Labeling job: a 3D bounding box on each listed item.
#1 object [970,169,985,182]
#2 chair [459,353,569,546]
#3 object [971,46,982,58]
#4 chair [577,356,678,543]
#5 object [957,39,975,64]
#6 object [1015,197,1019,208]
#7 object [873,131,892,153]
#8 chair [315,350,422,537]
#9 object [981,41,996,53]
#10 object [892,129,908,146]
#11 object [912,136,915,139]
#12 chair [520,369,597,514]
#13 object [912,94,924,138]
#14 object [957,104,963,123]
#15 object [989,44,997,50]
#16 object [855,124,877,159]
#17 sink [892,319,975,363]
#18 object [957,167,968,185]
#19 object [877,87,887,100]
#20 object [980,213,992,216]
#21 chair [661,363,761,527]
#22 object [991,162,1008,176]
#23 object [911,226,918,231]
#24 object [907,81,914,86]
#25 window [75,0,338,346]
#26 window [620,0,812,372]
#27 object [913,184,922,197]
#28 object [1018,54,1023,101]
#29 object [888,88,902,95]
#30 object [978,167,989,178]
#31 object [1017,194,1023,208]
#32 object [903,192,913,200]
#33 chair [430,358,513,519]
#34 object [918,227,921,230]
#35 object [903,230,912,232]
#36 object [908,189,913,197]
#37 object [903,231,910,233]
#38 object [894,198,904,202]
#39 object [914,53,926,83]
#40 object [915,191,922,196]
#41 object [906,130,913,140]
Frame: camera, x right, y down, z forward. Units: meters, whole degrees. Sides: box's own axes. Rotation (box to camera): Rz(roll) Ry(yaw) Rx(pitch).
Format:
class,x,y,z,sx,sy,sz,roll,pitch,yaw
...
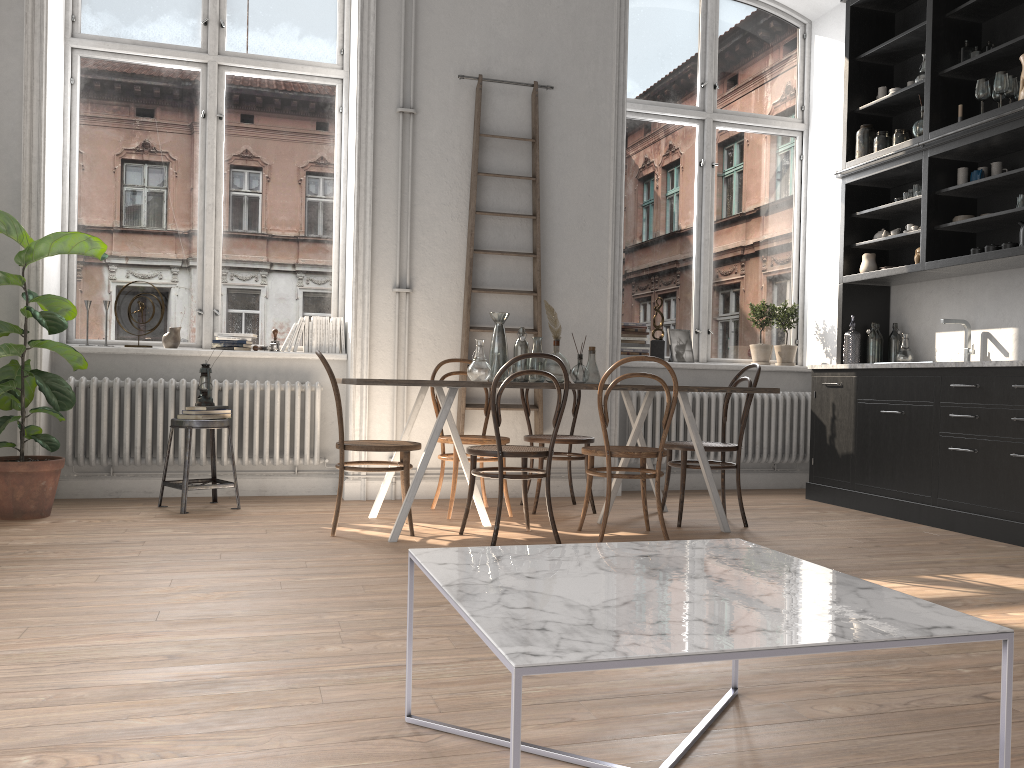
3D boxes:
class,x,y,z,sx,sy,sz,roll,pitch,yaw
object,2.812,-1.238,5.359,0.082,0.093,0.140,2,0,39
chair,0.010,0.311,4.365,0.438,0.921,0.549,1,1,-21
object,2.814,-1.986,5.378,0.053,0.125,0.041,2,1,41
chair,0.582,0.324,4.495,0.438,0.921,0.549,1,0,-5
object,2.801,-2.024,5.466,0.084,0.199,0.065,1,1,6
object,2.897,-1.019,5.059,0.058,0.094,0.058,1,1,23
object,2.524,-1.634,6.039,0.114,0.155,0.114,1,0,-13
chair,-0.742,0.294,4.570,0.549,0.921,0.438,1,1,-8
object,2.924,-2.010,5.439,0.065,0.177,0.084,1,1,6
object,2.605,-1.629,5.956,0.096,0.150,0.096,1,1,-28
object,2.722,-1.643,5.899,0.092,0.184,0.092,1,1,-2
chair,0.280,0.315,5.505,0.438,0.921,0.549,1,0,-9
object,2.616,-1.732,5.630,0.134,0.357,0.134,2,1,29
object,2.740,-1.631,5.420,0.123,0.161,0.123,1,0,-8
object,2.895,-1.983,5.335,0.044,0.121,0.058,1,1,11
object,2.466,-1.676,6.170,0.118,0.238,0.118,1,1,-31
sink,2.651,-0.157,5.540,0.514,0.505,0.526,1,0,-16
object,2.784,-1.259,5.472,0.059,0.135,0.082,2,1,42
object,2.588,-1.999,6.202,0.059,0.135,0.082,1,0,12
object,2.896,-1.006,5.368,0.112,0.036,0.112,1,0,26
chair,1.134,0.335,5.098,0.549,0.921,0.438,1,1,-4
object,2.912,-1.257,5.308,0.059,0.135,0.082,1,1,-33
object,2.635,-1.006,5.811,0.049,0.054,0.039,1,0,9
object,2.731,-1.995,6.054,0.059,0.135,0.082,1,0,7
window,-1.999,-1.690,5.910,1.622,2.843,0.013,1,1,-16
window,6.803,-5.853,11.538,14.385,15.936,26.395,1,0,-16
object,2.655,-1.249,5.808,0.060,0.107,0.060,1,0,11
object,2.842,-1.680,4.878,0.094,0.267,0.116,2,1,26
object,2.641,-1.978,6.106,0.096,0.095,0.096,1,0,18
object,2.879,-1.258,5.444,0.082,0.135,0.059,1,1,12
object,2.872,-1.020,4.991,0.058,0.094,0.058,1,1,23
object,2.622,-1.231,5.875,0.064,0.069,0.064,2,0,31
chair,-0.248,0.304,5.268,0.438,0.921,0.549,1,1,-18
object,2.686,-1.003,5.788,0.056,0.041,0.049,1,0,-43
object,2.637,-1.006,5.875,0.085,0.016,0.085,1,0,24
object,2.685,-1.249,5.947,0.060,0.107,0.060,2,1,41
object,2.638,-1.000,5.873,0.085,0.016,0.085,1,0,15
object,2.604,-1.221,5.956,0.071,0.047,0.071,1,0,21
object,2.699,-2.038,5.785,0.132,0.219,0.132,1,1,-42
object,2.646,-1.219,5.739,0.071,0.047,0.071,1,0,21
object,2.692,-1.639,6.076,0.092,0.184,0.092,2,1,39
